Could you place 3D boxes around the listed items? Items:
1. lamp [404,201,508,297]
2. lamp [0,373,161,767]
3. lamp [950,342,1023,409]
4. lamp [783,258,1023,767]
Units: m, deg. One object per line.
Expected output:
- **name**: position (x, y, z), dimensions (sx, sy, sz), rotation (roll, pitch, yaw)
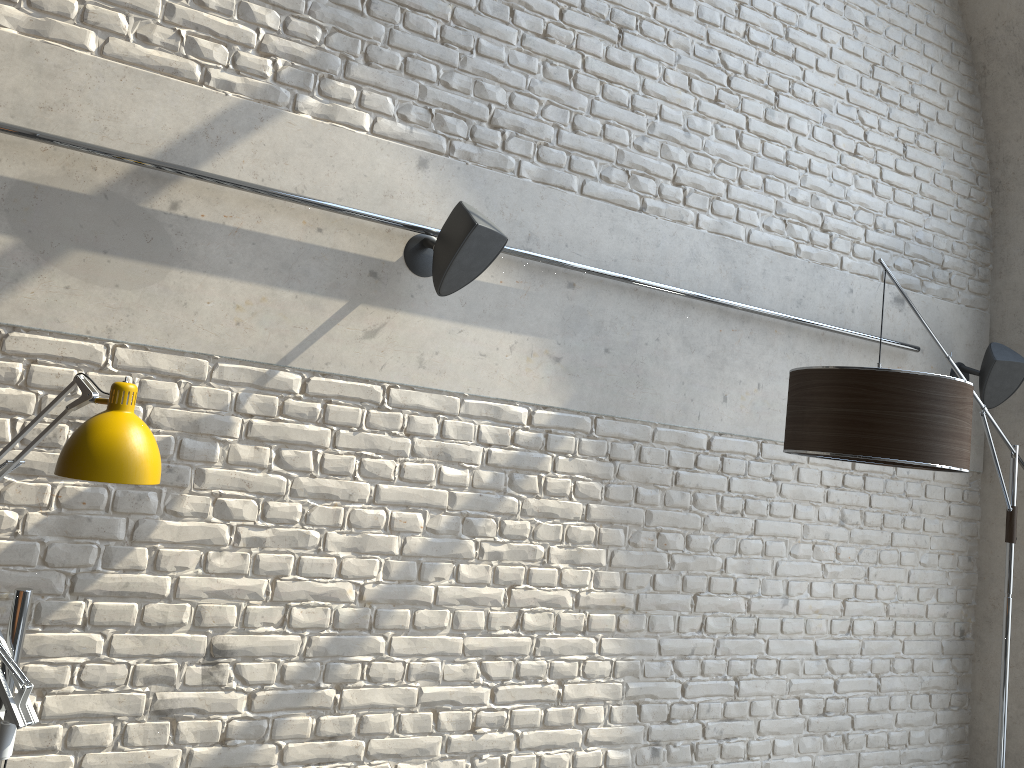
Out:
- **lamp**: position (-0.189, -0.424, 2.803), dimensions (0.358, 0.308, 0.176), rotation (2, -9, 43)
- **lamp**: position (-0.600, 0.845, 2.036), dimensions (1.567, 1.631, 0.627), rotation (9, -7, -15)
- **lamp**: position (2.186, -0.039, 4.079), dimensions (0.177, 0.308, 0.356), rotation (8, -6, -10)
- **lamp**: position (1.577, 0.835, 3.212), dimensions (1.832, 2.347, 0.556), rotation (13, -9, -41)
